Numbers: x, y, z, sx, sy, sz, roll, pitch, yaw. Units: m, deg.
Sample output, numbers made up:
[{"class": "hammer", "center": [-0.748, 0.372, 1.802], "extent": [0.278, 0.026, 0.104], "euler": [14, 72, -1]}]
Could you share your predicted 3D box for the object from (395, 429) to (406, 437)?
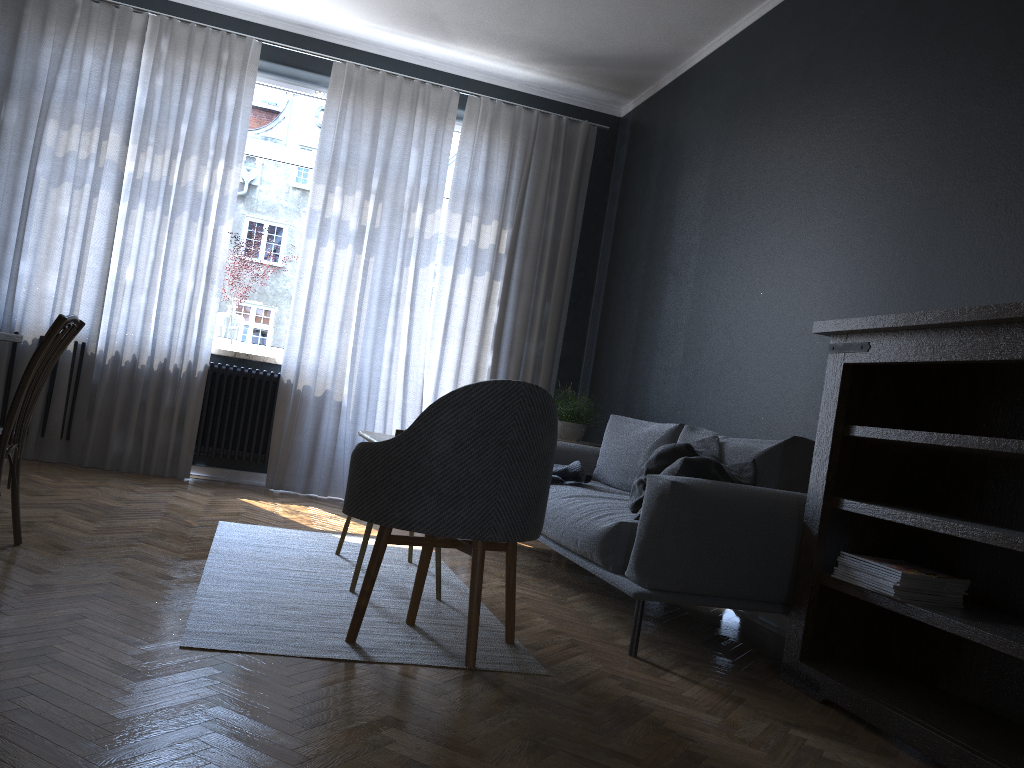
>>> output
[{"class": "object", "center": [-0.432, 0.212, 3.669], "extent": [0.103, 0.033, 0.369], "euler": [9, -2, -5]}]

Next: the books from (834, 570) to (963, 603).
[{"class": "books", "center": [1.135, 0.597, 2.626], "extent": [0.218, 0.008, 0.304], "euler": [9, -2, -11]}]

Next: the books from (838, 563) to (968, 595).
[{"class": "books", "center": [1.147, 0.574, 2.620], "extent": [0.218, 0.006, 0.304], "euler": [9, -2, -11]}]

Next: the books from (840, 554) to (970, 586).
[{"class": "books", "center": [1.152, 0.548, 2.621], "extent": [0.218, 0.008, 0.304], "euler": [9, -2, -11]}]

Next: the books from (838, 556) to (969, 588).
[{"class": "books", "center": [1.147, 0.555, 2.620], "extent": [0.218, 0.008, 0.304], "euler": [9, -2, -12]}]

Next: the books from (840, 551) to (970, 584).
[{"class": "books", "center": [1.153, 0.539, 2.619], "extent": [0.219, 0.013, 0.305], "euler": [9, -2, -11]}]

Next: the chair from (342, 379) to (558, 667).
[{"class": "chair", "center": [-0.143, 0.382, 2.647], "extent": [0.646, 0.811, 0.494], "euler": [10, -2, -37]}]

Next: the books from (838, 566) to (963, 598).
[{"class": "books", "center": [1.142, 0.585, 2.628], "extent": [0.218, 0.008, 0.288], "euler": [9, -2, -9]}]

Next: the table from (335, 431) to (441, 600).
[{"class": "table", "center": [-0.467, 0.495, 3.527], "extent": [0.340, 0.550, 0.787], "euler": [9, -2, -15]}]

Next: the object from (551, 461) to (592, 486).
[{"class": "object", "center": [0.095, 0.511, 4.499], "extent": [0.490, 0.329, 0.666], "euler": [9, -2, -11]}]

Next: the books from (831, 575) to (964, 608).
[{"class": "books", "center": [1.133, 0.612, 2.625], "extent": [0.219, 0.008, 0.304], "euler": [9, -2, -16]}]

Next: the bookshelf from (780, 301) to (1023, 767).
[{"class": "bookshelf", "center": [1.373, 0.419, 2.044], "extent": [0.451, 1.172, 1.918], "euler": [9, -2, -15]}]

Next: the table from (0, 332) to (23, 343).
[{"class": "table", "center": [-2.216, 0.095, 2.414], "extent": [1.127, 0.727, 1.604], "euler": [9, -2, -15]}]

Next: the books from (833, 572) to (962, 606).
[{"class": "books", "center": [1.134, 0.605, 2.627], "extent": [0.218, 0.007, 0.305], "euler": [9, -2, -11]}]

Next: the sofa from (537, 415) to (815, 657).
[{"class": "sofa", "center": [0.544, 0.542, 4.026], "extent": [0.970, 0.798, 2.339], "euler": [9, -2, -16]}]

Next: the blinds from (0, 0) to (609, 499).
[{"class": "blinds", "center": [-1.455, -0.730, 5.687], "extent": [3.995, 2.788, 0.312], "euler": [9, -1, -16]}]

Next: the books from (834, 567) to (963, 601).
[{"class": "books", "center": [1.135, 0.589, 2.627], "extent": [0.219, 0.013, 0.305], "euler": [9, -2, -11]}]

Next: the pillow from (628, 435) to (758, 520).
[{"class": "pillow", "center": [0.687, 0.363, 3.415], "extent": [0.442, 0.362, 0.798], "euler": [9, -2, 2]}]

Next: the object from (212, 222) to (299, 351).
[{"class": "object", "center": [-1.740, -0.615, 5.704], "extent": [0.515, 0.809, 0.598], "euler": [10, -2, -41]}]

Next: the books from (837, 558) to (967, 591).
[{"class": "books", "center": [1.143, 0.561, 2.619], "extent": [0.218, 0.008, 0.304], "euler": [9, -2, -12]}]

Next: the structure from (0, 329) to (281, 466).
[{"class": "structure", "center": [-2.279, 0.104, 5.546], "extent": [1.847, 0.600, 0.215], "euler": [9, -1, -16]}]

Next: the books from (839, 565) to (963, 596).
[{"class": "books", "center": [1.144, 0.579, 2.628], "extent": [0.218, 0.008, 0.288], "euler": [9, -2, -9]}]

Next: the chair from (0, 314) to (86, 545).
[{"class": "chair", "center": [-1.738, 0.138, 2.900], "extent": [0.467, 0.819, 0.363], "euler": [9, -1, -16]}]

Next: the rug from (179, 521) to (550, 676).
[{"class": "rug", "center": [-0.636, 0.739, 3.346], "extent": [1.004, 0.013, 2.010], "euler": [9, -2, -15]}]

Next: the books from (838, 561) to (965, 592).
[{"class": "books", "center": [1.143, 0.568, 2.622], "extent": [0.218, 0.008, 0.288], "euler": [9, -2, -11]}]
